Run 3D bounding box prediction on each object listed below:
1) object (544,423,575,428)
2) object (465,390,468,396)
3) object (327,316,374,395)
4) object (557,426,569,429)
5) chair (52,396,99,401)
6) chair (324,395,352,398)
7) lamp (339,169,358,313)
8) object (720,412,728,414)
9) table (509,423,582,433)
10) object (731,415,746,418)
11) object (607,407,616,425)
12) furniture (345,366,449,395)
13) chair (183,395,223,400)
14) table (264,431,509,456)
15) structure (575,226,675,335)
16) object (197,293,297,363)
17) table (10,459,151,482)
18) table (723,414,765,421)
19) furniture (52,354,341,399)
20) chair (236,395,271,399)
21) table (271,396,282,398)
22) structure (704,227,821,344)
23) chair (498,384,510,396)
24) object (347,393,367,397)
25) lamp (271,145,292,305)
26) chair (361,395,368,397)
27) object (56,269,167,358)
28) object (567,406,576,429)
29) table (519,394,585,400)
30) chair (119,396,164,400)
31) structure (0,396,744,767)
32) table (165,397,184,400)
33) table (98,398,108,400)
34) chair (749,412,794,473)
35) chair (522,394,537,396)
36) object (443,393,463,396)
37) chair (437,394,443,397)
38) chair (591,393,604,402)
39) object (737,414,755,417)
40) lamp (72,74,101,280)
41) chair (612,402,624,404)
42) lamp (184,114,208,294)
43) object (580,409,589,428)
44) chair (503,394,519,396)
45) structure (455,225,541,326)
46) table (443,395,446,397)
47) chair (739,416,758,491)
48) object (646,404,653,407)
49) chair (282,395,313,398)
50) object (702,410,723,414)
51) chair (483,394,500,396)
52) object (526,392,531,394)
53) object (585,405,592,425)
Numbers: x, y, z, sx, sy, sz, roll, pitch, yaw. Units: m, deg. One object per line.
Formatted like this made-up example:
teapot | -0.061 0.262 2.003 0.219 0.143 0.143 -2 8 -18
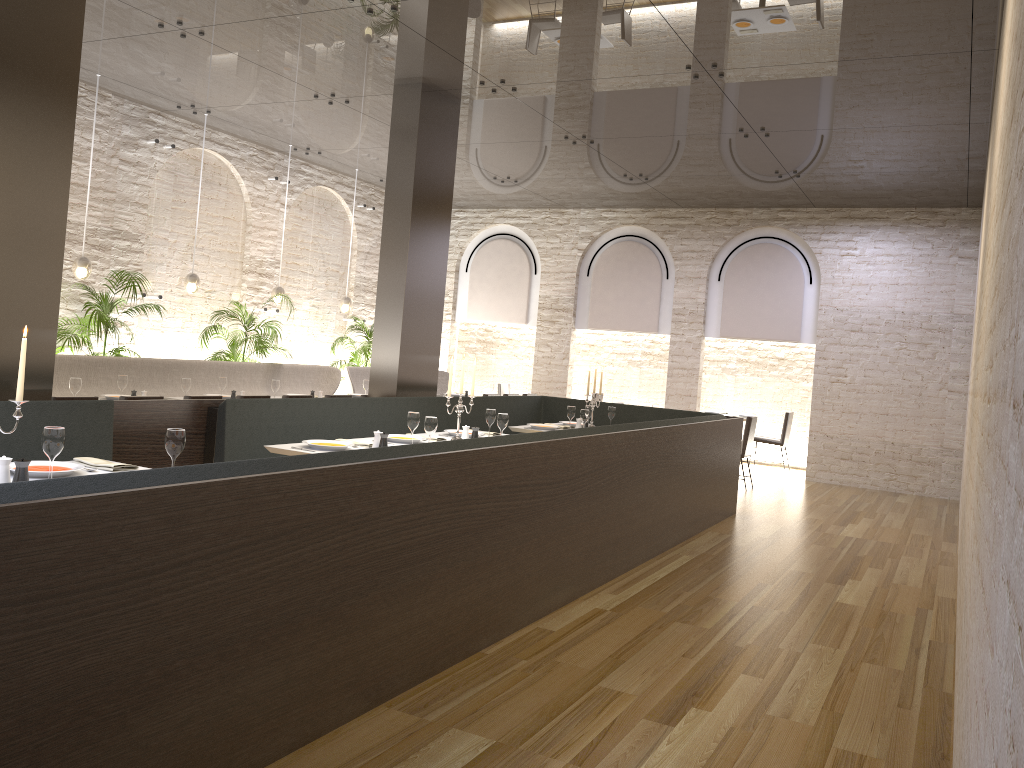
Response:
object | 0.469 0.414 8.707 0.273 0.033 0.142 6 2 27
object | -0.648 0.145 12.626 0.059 0.109 0.059 5 0 -27
object | -2.124 -0.148 12.950 1.145 1.975 1.187 5 0 8
object | 0.399 0.413 8.570 0.273 0.033 0.142 6 2 27
chair | -3.228 0.514 6.137 0.566 0.906 0.411 5 0 27
chair | -1.926 0.535 8.699 0.566 0.906 0.411 5 0 27
lamp | -2.272 -2.013 12.514 0.178 2.041 0.177 5 0 6
object | 3.326 0.462 14.270 0.273 0.033 0.142 6 2 27
table | 0.689 0.828 8.501 1.102 0.760 1.187 5 1 27
object | 3.468 0.503 13.408 0.273 0.033 0.142 6 2 27
object | 0.992 0.345 8.870 0.086 0.231 0.086 5 0 -3
furniture | -1.482 0.344 12.626 0.708 1.097 2.581 5 1 27
chair | -2.703 0.522 7.170 0.566 0.906 0.411 5 0 27
table | -0.468 0.809 6.224 1.102 0.760 2.535 5 2 27
structure | 1.811 -1.656 13.970 1.636 1.675 0.097 5 0 27
object | -3.253 -0.168 10.763 1.144 1.975 1.189 5 0 -22
table | -2.137 0.782 2.942 1.102 0.760 2.535 5 2 27
table | 3.366 0.869 13.848 0.937 0.760 1.009 5 1 27
furniture | -3.147 0.317 9.352 0.710 1.097 4.470 5 2 27
chair | -2.449 0.527 7.669 0.566 0.906 0.411 5 0 27
table | -2.150 0.557 9.677 0.937 0.760 1.009 5 1 27
structure | 3.694 -1.470 13.006 1.636 1.675 0.097 5 0 27
chair | 0.030 0.467 15.554 0.566 0.906 0.411 5 0 27
object | -1.853 0.147 10.800 0.321 0.036 0.322 4 2 -26
lamp | -2.900 -2.023 11.278 0.178 2.041 0.177 5 0 6
chair | -1.668 0.539 9.205 0.566 0.906 0.411 5 0 27
object | -4.161 -0.182 8.972 1.186 1.975 1.147 5 0 -32
object | 0.553 0.325 8.374 0.086 0.231 0.086 5 0 -27
table | 0.612 0.597 15.258 0.937 0.760 1.009 5 1 27
chair | -2.972 0.518 6.641 0.566 0.906 0.411 5 0 27
structure | -1.154 0.679 4.814 2.375 1.001 10.735 5 2 27
table | -2.680 0.548 8.634 0.937 0.760 1.009 5 1 27
table | -3.206 0.540 7.599 0.937 0.760 1.009 5 1 27
chair | 3.962 0.856 13.540 0.566 0.906 0.411 5 0 27
chair | 0.004 0.567 12.495 0.566 0.906 0.411 5 0 27
object | -0.838 0.164 12.798 0.321 0.036 0.322 4 2 -26
chair | -1.149 0.548 10.227 0.566 0.906 0.411 5 0 27
chair | 1.195 0.582 14.957 0.566 0.906 0.411 5 0 27
object | 3.633 0.498 13.728 0.321 0.036 0.322 4 2 -28
lamp | -4.176 -2.044 8.768 0.177 2.041 0.178 5 -1 -42
chair | 1.579 0.721 11.740 0.566 0.906 0.411 5 0 27
lamp | -3.541 -2.034 10.017 0.178 2.041 0.177 5 0 12
object | 0.651 0.346 8.002 0.086 0.231 0.086 5 0 -27
chair | -0.257 0.562 11.981 0.566 0.906 0.411 5 0 27
structure | -0.196 -1.855 14.998 1.636 1.675 0.097 5 0 27
table | -0.628 0.582 12.671 0.937 0.760 1.009 5 1 27
chair | 2.744 0.836 11.143 0.566 0.906 0.411 5 0 27
object | 1.590 0.346 10.288 0.086 0.231 0.086 5 0 -33
chair | -2.193 0.531 8.172 0.566 0.906 0.411 5 0 27
object | 3.156 0.451 13.974 0.321 0.036 0.322 4 2 -28
chair | -0.511 0.558 11.482 0.566 0.906 0.411 5 0 27
object | 0.402 0.179 15.385 0.321 0.036 0.322 4 2 -28
object | 0.759 0.329 8.779 0.086 0.231 0.086 5 0 -27
